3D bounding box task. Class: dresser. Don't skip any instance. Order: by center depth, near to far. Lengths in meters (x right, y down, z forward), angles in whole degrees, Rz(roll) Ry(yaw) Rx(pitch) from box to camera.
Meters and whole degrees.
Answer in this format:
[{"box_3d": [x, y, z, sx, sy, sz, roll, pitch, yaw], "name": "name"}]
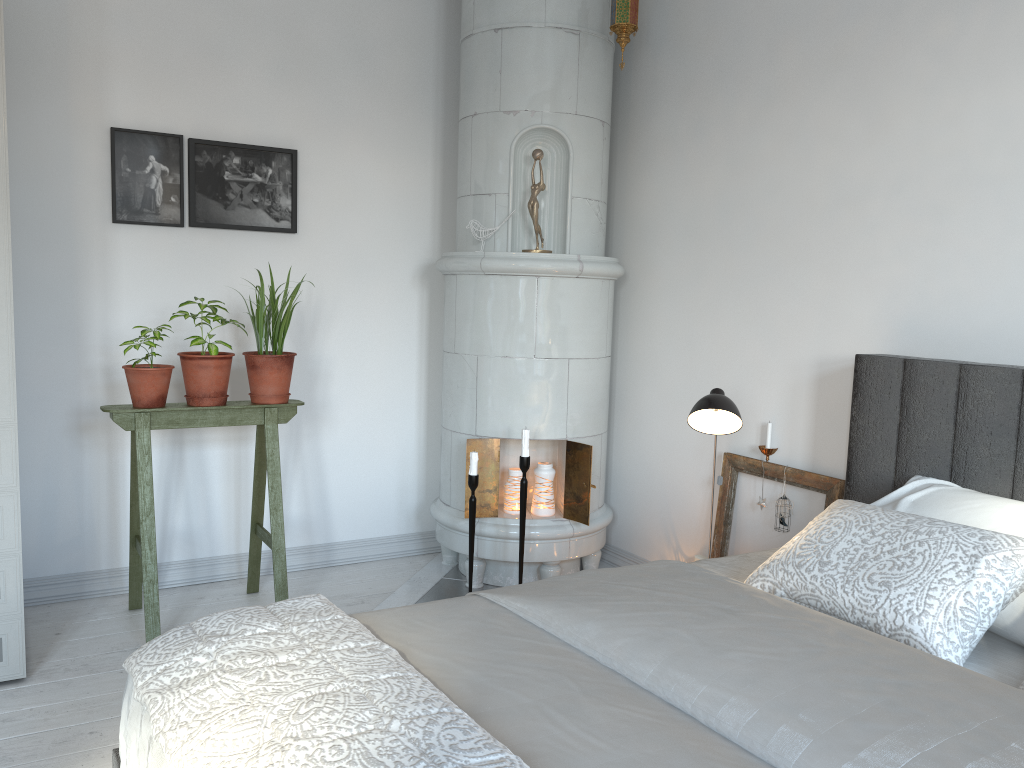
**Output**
[{"box_3d": [-2.173, -0.220, 2.392, 1.432, 2.167, 0.629, -2, 8, -30], "name": "dresser"}]

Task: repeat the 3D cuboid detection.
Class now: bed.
[{"box_3d": [0.579, 0.541, 1.473, 2.176, 1.049, 1.885, -2, 7, -30], "name": "bed"}]

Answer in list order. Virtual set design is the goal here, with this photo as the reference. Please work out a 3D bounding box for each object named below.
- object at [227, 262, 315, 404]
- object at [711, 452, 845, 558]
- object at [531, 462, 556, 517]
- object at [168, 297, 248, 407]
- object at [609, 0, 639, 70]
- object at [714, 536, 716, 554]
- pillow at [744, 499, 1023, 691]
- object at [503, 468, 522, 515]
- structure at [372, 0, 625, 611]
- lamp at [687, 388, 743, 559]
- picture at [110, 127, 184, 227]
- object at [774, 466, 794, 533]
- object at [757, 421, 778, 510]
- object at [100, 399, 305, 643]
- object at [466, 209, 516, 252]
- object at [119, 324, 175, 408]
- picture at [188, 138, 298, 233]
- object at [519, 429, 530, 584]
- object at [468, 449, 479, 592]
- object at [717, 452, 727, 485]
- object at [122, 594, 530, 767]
[{"box_3d": [-0.852, -0.180, 3.127, 0.333, 0.500, 0.300, 8, 9, 42], "name": "object"}, {"box_3d": [0.899, 0.595, 3.101, 0.082, 0.632, 0.527, -2, 8, -30], "name": "object"}, {"box_3d": [0.128, 0.421, 3.549, 0.098, 0.210, 0.098, -2, 8, -32], "name": "object"}, {"box_3d": [-1.036, -0.111, 3.035, 0.258, 0.370, 0.234, 0, 7, -19], "name": "object"}, {"box_3d": [0.418, -1.421, 3.278, 0.117, 0.506, 0.105, 6, 8, 33], "name": "object"}, {"box_3d": [0.759, 0.668, 3.302, 0.028, 0.221, 0.062, -3, 8, -35], "name": "object"}, {"box_3d": [0.969, 0.424, 1.650, 0.415, 0.226, 1.145, -3, 8, -38], "name": "pillow"}, {"box_3d": [0.014, 0.430, 3.565, 0.093, 0.180, 0.092, -1, 7, -26], "name": "object"}, {"box_3d": [0.024, -0.500, 3.474, 0.800, 2.842, 1.245, 4, 7, 14], "name": "structure"}, {"box_3d": [0.613, 0.449, 2.947, 0.450, 0.938, 0.824, 0, 7, -13], "name": "lamp"}, {"box_3d": [-1.357, -0.766, 3.306, 0.250, 0.342, 0.022, -2, 8, -30], "name": "picture"}, {"box_3d": [0.937, 0.393, 3.040, 0.063, 0.228, 0.062, 1, 7, -7], "name": "object"}, {"box_3d": [0.900, 0.288, 3.128, 0.067, 0.321, 0.067, 4, 7, 18], "name": "object"}, {"box_3d": [-1.071, 0.455, 3.123, 0.671, 0.776, 0.430, -2, 8, -30], "name": "object"}, {"box_3d": [-0.082, -0.587, 3.397, 0.196, 0.165, 0.059, 3, 7, 14], "name": "object"}, {"box_3d": [-1.222, -0.062, 2.954, 0.176, 0.278, 0.194, 5, 7, 26], "name": "object"}, {"box_3d": [-1.051, -0.771, 3.480, 0.415, 0.330, 0.037, -2, 8, -30], "name": "picture"}, {"box_3d": [0.038, 0.509, 3.224, 0.091, 0.720, 0.091, -1, 7, -21], "name": "object"}, {"box_3d": [-0.148, 0.547, 3.265, 0.091, 0.623, 0.091, 7, 9, 37], "name": "object"}, {"box_3d": [0.782, 0.314, 3.301, 0.024, 0.127, 0.023, 8, 9, 43], "name": "object"}, {"box_3d": [-0.151, 0.523, 1.049, 0.405, 0.104, 1.457, -2, 7, -31], "name": "object"}]
